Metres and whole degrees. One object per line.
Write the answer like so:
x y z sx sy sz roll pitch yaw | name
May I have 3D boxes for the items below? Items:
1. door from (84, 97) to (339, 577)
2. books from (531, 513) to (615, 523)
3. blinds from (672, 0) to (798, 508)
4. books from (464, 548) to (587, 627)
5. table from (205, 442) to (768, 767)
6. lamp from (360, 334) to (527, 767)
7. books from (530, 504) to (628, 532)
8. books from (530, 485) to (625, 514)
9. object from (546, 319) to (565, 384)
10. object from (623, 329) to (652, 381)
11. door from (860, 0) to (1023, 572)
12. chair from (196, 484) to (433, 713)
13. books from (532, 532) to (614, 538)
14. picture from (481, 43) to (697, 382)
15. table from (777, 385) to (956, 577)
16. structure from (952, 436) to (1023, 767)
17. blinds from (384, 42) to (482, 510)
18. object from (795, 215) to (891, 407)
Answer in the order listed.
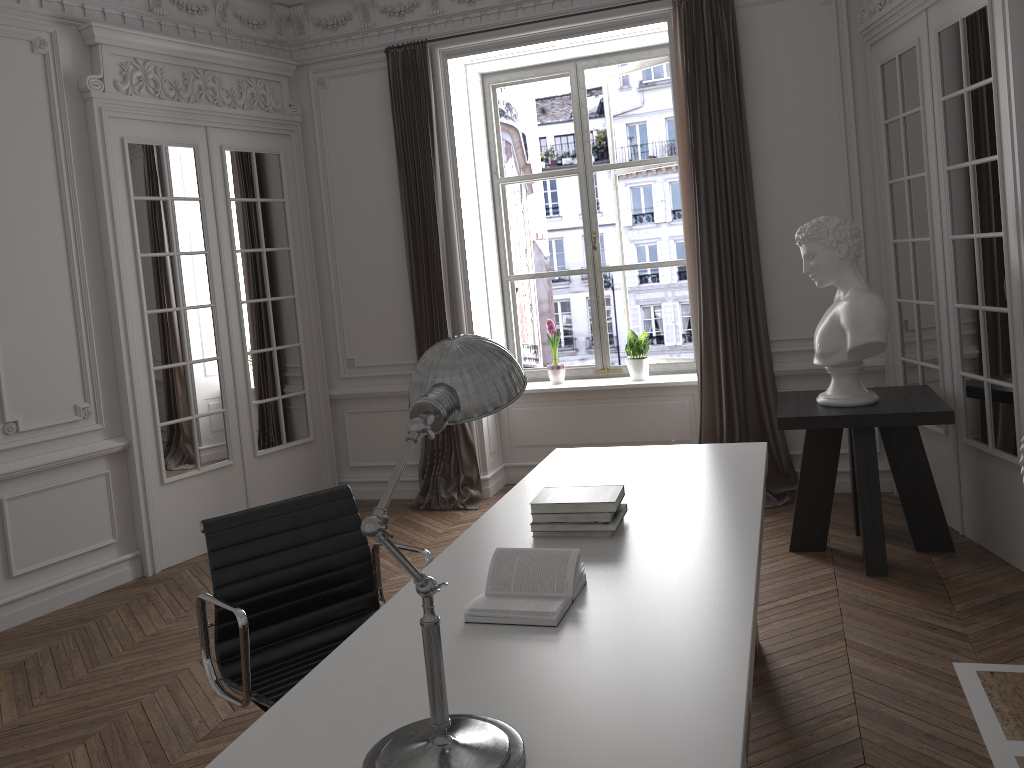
-1.821 -0.366 5.663 0.085 2.725 1.575 -4 4 33 | door
0.197 0.382 2.706 0.239 0.028 0.192 -3 8 15 | books
1.234 -0.817 5.325 0.776 3.089 0.344 -5 3 12 | blinds
0.035 0.481 2.148 0.226 0.095 0.281 -3 7 19 | books
0.275 0.833 2.541 0.899 0.745 2.643 -4 7 18 | table
-0.119 0.277 1.523 0.268 0.696 0.492 -4 5 18 | lamp
0.207 0.407 2.702 0.258 0.022 0.213 -3 8 17 | books
0.203 0.352 2.700 0.258 0.032 0.193 -3 8 15 | books
0.311 -0.239 6.434 0.129 0.474 0.129 -7 3 -22 | object
0.888 -0.213 6.217 0.215 0.367 0.286 -6 5 -4 | object
2.174 -0.582 4.415 0.086 2.725 1.573 -5 4 2 | door
-0.500 0.826 2.495 0.667 0.920 0.698 -1 6 43 | chair
0.204 0.429 2.713 0.241 0.022 0.193 -3 8 19 | books
-0.446 -0.961 2.853 13.186 4.783 13.336 -4 7 10 | picture
1.745 0.451 4.384 0.766 0.746 0.773 -4 5 18 | table
1.679 0.560 2.258 0.807 1.179 1.618 -4 6 18 | structure
-0.597 -0.722 5.935 0.579 3.090 0.312 -4 3 23 | blinds
1.612 -0.365 4.305 0.392 0.920 0.638 -4 4 18 | object
